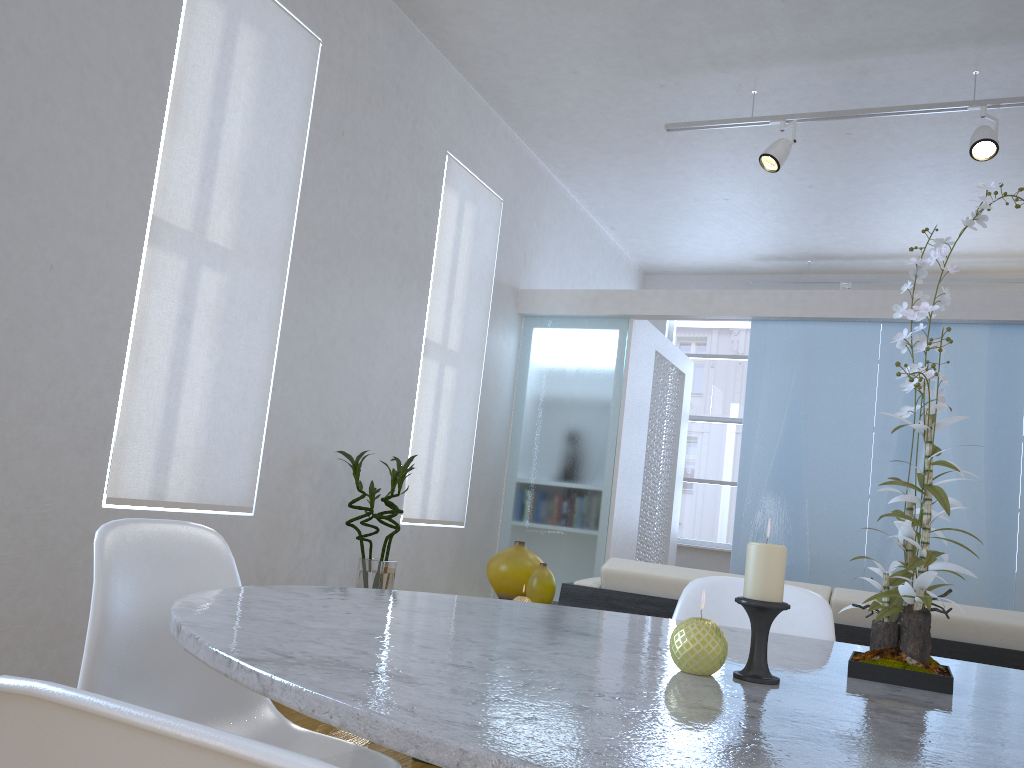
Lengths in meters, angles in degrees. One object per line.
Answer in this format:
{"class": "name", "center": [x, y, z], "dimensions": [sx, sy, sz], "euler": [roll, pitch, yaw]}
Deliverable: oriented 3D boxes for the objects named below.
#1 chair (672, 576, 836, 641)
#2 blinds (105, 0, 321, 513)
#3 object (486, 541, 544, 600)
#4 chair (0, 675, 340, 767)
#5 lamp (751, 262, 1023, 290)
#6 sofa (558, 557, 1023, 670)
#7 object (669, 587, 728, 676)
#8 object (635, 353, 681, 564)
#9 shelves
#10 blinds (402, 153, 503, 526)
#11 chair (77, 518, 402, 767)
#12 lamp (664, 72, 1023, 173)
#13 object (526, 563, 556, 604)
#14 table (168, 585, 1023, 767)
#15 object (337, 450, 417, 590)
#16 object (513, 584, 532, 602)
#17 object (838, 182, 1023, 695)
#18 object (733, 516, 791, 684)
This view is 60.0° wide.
{"class": "chair", "center": [0.345, 0.491, 1.389], "dimensions": [0.405, 0.350, 0.421], "euler": [3, -8, 24]}
{"class": "blinds", "center": [-1.127, -0.561, 3.496], "dimensions": [0.007, 2.103, 0.765], "euler": [4, -7, 24]}
{"class": "object", "center": [0.016, 0.641, 3.001], "dimensions": [0.207, 0.214, 0.207], "euler": [10, -8, -24]}
{"class": "chair", "center": [-0.043, 0.315, 0.451], "dimensions": [0.405, 0.350, 0.421], "euler": [3, -8, 27]}
{"class": "lamp", "center": [3.587, -0.786, 7.404], "dimensions": [3.116, 0.485, 0.198], "euler": [3, -7, 23]}
{"class": "sofa", "center": [1.496, 1.049, 3.039], "dimensions": [5.333, 0.676, 9.767], "euler": [3, -9, 24]}
{"class": "object", "center": [0.205, 0.268, 0.966], "dimensions": [0.062, 0.091, 0.063], "euler": [9, -7, -18]}
{"class": "object", "center": [1.082, 0.820, 6.725], "dimensions": [0.051, 2.009, 0.927], "euler": [4, -7, 24]}
{"class": "shelves", "center": [0.031, 0.970, 2.929], "dimensions": [0.349, 0.449, 0.733], "euler": [3, -8, 24]}
{"class": "blinds", "center": [-0.334, -0.218, 5.293], "dimensions": [0.007, 2.104, 0.765], "euler": [4, -7, 24]}
{"class": "chair", "center": [-0.380, 0.389, 1.250], "dimensions": [0.419, 0.350, 0.407], "euler": [3, -8, 26]}
{"class": "lamp", "center": [2.296, -1.343, 4.476], "dimensions": [3.115, 0.485, 0.206], "euler": [3, -7, 22]}
{"class": "object", "center": [0.093, 0.657, 2.848], "dimensions": [0.096, 0.160, 0.096], "euler": [9, -7, -24]}
{"class": "table", "center": [0.447, 0.641, 0.849], "dimensions": [1.908, 0.620, 1.075], "euler": [3, -8, 23]}
{"class": "object", "center": [-0.688, 0.792, 4.139], "dimensions": [0.380, 0.977, 0.485], "euler": [7, -7, -3]}
{"class": "object", "center": [0.031, 0.652, 2.661], "dimensions": [0.071, 0.103, 0.071], "euler": [12, -9, -38]}
{"class": "object", "center": [0.501, 0.050, 1.104], "dimensions": [0.202, 0.636, 0.166], "euler": [11, -8, -37]}
{"class": "object", "center": [0.275, 0.233, 0.970], "dimensions": [0.059, 0.176, 0.059], "euler": [5, -6, 9]}
